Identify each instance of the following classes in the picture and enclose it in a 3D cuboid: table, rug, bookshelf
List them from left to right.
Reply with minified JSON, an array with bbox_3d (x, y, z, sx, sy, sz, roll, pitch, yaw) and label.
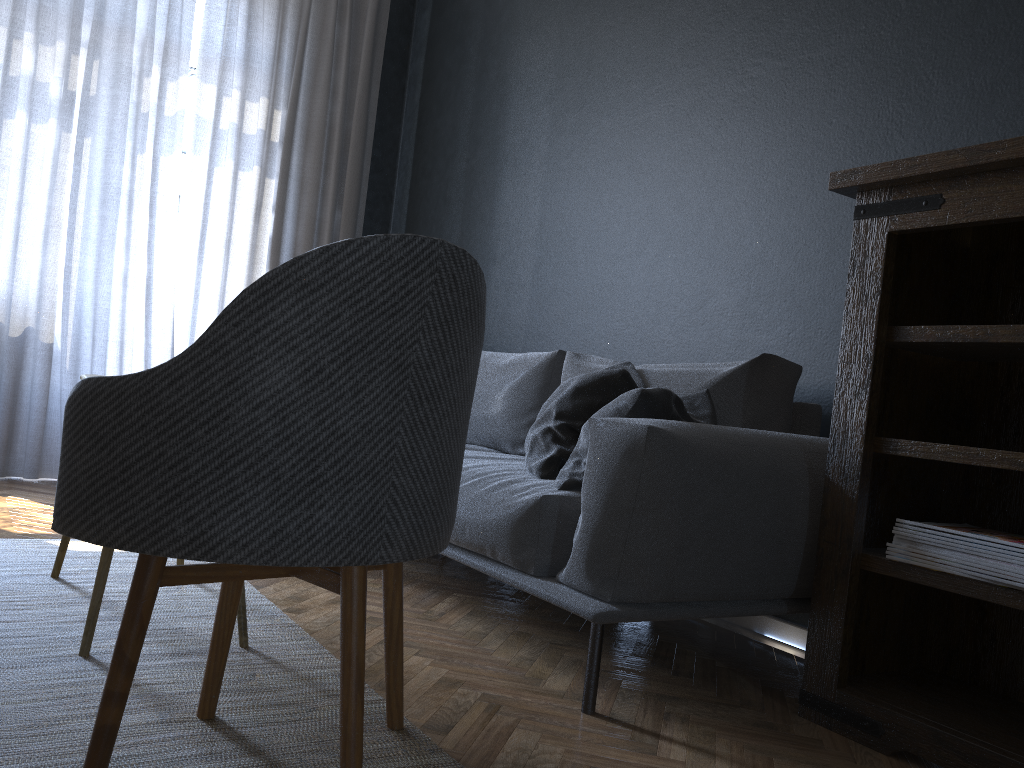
[{"bbox_3d":[-0.968,0.534,1.929,1.004,0.013,2.009,7,-1,-32],"label":"rug"},{"bbox_3d":[-0.864,0.275,2.134,0.340,0.550,0.787,7,-1,-32],"label":"table"},{"bbox_3d":[1.314,0.192,1.218,0.451,1.172,1.917,7,-1,-32],"label":"bookshelf"}]

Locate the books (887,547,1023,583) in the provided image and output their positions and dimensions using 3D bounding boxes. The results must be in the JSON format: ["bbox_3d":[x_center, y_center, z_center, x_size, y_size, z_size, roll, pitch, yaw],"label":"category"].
[{"bbox_3d":[0.929,0.353,1.719,0.219,0.008,0.304,7,-1,-27],"label":"books"}]

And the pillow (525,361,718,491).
[{"bbox_3d":[0.271,0.100,2.338,0.442,0.362,0.797,7,-1,-14],"label":"pillow"}]

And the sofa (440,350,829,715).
[{"bbox_3d":[-0.031,0.256,2.895,0.971,0.798,2.338,7,-1,-32],"label":"sofa"}]

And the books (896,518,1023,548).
[{"bbox_3d":[0.945,0.294,1.715,0.219,0.013,0.304,7,-1,-27],"label":"books"}]

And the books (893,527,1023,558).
[{"bbox_3d":[0.940,0.310,1.715,0.219,0.008,0.304,7,-1,-28],"label":"books"}]

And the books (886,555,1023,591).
[{"bbox_3d":[0.927,0.367,1.719,0.219,0.008,0.304,7,-1,-32],"label":"books"}]

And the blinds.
[{"bbox_3d":[-2.453,-1.010,3.862,3.996,2.789,0.312,7,0,-32],"label":"blinds"}]

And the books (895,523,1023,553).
[{"bbox_3d":[0.945,0.303,1.716,0.219,0.008,0.304,7,-1,-27],"label":"books"}]

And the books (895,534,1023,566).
[{"bbox_3d":[0.937,0.324,1.717,0.219,0.008,0.288,7,-1,-28],"label":"books"}]

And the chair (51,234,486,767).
[{"bbox_3d":[-0.311,0.190,1.374,0.494,0.811,0.645,6,0,36],"label":"chair"}]

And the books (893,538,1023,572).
[{"bbox_3d":[0.936,0.335,1.723,0.219,0.008,0.288,7,-1,-26],"label":"books"}]

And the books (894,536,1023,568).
[{"bbox_3d":[0.941,0.329,1.715,0.219,0.006,0.304,7,-1,-27],"label":"books"}]

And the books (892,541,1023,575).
[{"bbox_3d":[0.934,0.340,1.722,0.219,0.008,0.288,7,-1,-26],"label":"books"}]

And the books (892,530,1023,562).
[{"bbox_3d":[0.937,0.317,1.713,0.219,0.008,0.304,7,-1,-28],"label":"books"}]

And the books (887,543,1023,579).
[{"bbox_3d":[0.928,0.345,1.720,0.219,0.013,0.304,7,-1,-27],"label":"books"}]

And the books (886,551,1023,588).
[{"bbox_3d":[0.927,0.360,1.721,0.219,0.007,0.304,7,-1,-27],"label":"books"}]
